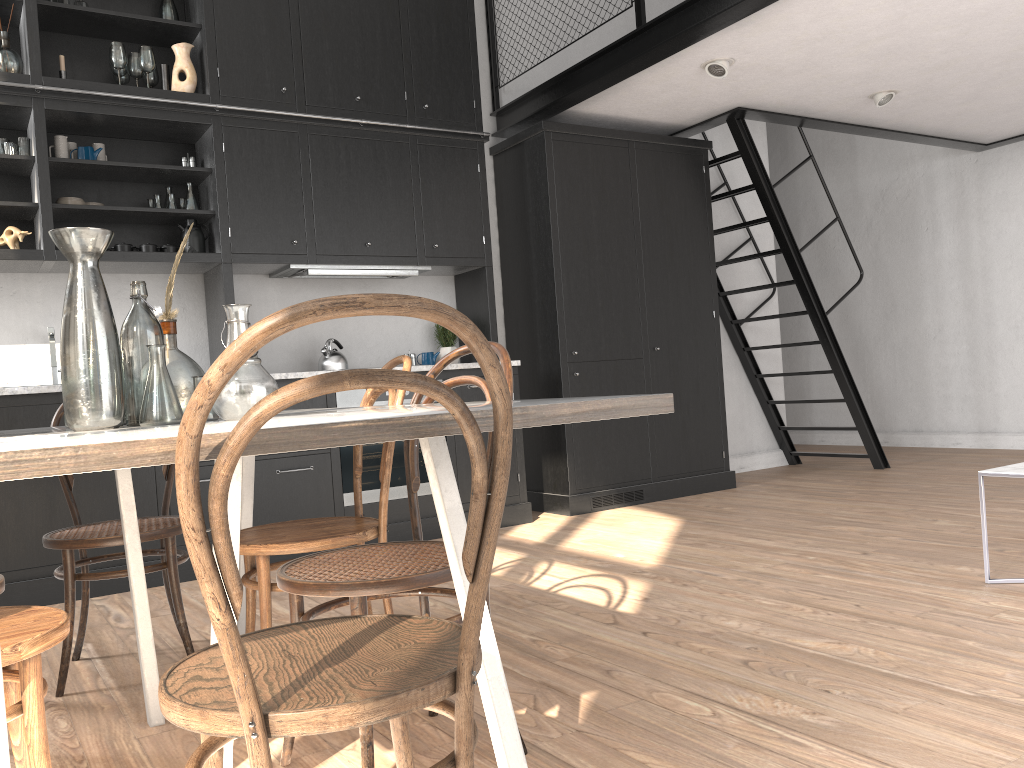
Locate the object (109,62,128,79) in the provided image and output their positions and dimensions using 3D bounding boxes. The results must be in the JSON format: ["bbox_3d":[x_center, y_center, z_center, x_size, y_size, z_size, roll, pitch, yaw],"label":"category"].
[{"bbox_3d":[-1.956,-1.541,4.414,0.083,0.221,0.083,-4,0,-40],"label":"object"}]

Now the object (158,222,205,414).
[{"bbox_3d":[-0.795,-0.135,2.052,0.157,0.446,0.157,-4,0,-14],"label":"object"}]

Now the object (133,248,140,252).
[{"bbox_3d":[-1.910,-0.661,4.483,0.104,0.059,0.088,-4,0,-4],"label":"object"}]

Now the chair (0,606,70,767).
[{"bbox_3d":[-1.044,0.427,1.477,0.549,0.920,0.438,-4,0,-34],"label":"chair"}]

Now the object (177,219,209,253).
[{"bbox_3d":[-1.635,-0.746,4.547,0.129,0.192,0.124,-4,0,-4],"label":"object"}]

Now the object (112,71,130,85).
[{"bbox_3d":[-1.997,-1.538,4.537,0.083,0.221,0.083,-4,0,-1],"label":"object"}]

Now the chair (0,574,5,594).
[{"bbox_3d":[-1.415,0.454,1.920,0.549,0.920,0.438,-4,0,-25],"label":"chair"}]

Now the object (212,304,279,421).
[{"bbox_3d":[-0.520,-0.041,1.702,0.132,0.219,0.132,-4,0,-43],"label":"object"}]

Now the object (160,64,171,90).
[{"bbox_3d":[-1.771,-1.536,4.537,0.046,0.186,0.046,-4,0,30],"label":"object"}]

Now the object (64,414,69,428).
[{"bbox_3d":[-1.060,0.001,2.198,0.101,0.212,0.101,-4,0,7],"label":"object"}]

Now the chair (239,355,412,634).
[{"bbox_3d":[-0.527,0.392,2.486,0.549,0.920,0.438,-4,0,-21],"label":"chair"}]

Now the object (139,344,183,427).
[{"bbox_3d":[-0.693,0.002,1.743,0.083,0.158,0.083,-4,0,-36],"label":"object"}]

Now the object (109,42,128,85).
[{"bbox_3d":[-1.915,-1.544,4.318,0.083,0.221,0.083,-4,0,-1],"label":"object"}]

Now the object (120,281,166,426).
[{"bbox_3d":[-0.773,-0.065,1.860,0.086,0.301,0.086,-4,1,44],"label":"object"}]

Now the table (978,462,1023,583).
[{"bbox_3d":[2.223,0.458,2.962,0.849,0.392,0.849,-4,0,-32],"label":"table"}]

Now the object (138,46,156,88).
[{"bbox_3d":[-1.805,-1.552,4.390,0.083,0.221,0.083,-4,0,14],"label":"object"}]

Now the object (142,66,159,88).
[{"bbox_3d":[-1.867,-1.547,4.584,0.083,0.221,0.083,-4,0,-33],"label":"object"}]

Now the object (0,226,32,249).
[{"bbox_3d":[-2.303,-0.665,4.083,0.173,0.123,0.069,-4,0,0],"label":"object"}]

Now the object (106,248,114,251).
[{"bbox_3d":[-1.994,-0.654,4.433,0.088,0.059,0.104,-4,0,-34],"label":"object"}]

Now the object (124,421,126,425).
[{"bbox_3d":[-0.945,-0.043,2.153,0.106,0.283,0.107,-4,0,-37],"label":"object"}]

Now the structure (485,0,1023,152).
[{"bbox_3d":[3.150,-2.468,4.421,4.156,1.213,5.928,-4,0,-32],"label":"structure"}]

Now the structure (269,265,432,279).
[{"bbox_3d":[-0.919,-0.656,5.078,0.843,0.123,0.379,-4,0,-32],"label":"structure"}]

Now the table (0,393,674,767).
[{"bbox_3d":[-0.773,0.478,2.006,1.100,0.780,2.201,-4,0,-32],"label":"table"}]

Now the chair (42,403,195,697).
[{"bbox_3d":[-1.256,0.444,2.853,0.438,0.920,0.549,-4,0,-20],"label":"chair"}]

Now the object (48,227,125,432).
[{"bbox_3d":[-0.819,-0.102,1.717,0.116,0.383,0.116,-4,0,-21],"label":"object"}]

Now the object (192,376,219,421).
[{"bbox_3d":[-0.643,0.030,1.845,0.058,0.094,0.058,-4,0,-4],"label":"object"}]

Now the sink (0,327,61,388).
[{"bbox_3d":[-2.132,-0.020,4.176,0.526,0.505,0.514,-4,0,-32],"label":"sink"}]

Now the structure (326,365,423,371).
[{"bbox_3d":[-0.804,-0.080,4.976,0.592,0.011,0.427,-4,0,-32],"label":"structure"}]

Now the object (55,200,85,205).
[{"bbox_3d":[-1.074,-0.034,1.618,0.792,1.842,5.828,-4,0,-27],"label":"object"}]

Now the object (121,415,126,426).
[{"bbox_3d":[-0.893,-0.032,1.918,0.098,0.255,0.100,-4,0,35],"label":"object"}]

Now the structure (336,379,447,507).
[{"bbox_3d":[-0.771,0.314,4.973,0.622,0.623,0.618,-4,0,-32],"label":"structure"}]

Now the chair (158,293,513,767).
[{"bbox_3d":[-0.240,0.370,1.192,0.437,0.920,0.549,-4,0,-24],"label":"chair"}]

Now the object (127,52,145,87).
[{"bbox_3d":[-1.886,-1.546,4.458,0.083,0.221,0.083,-4,0,-33],"label":"object"}]

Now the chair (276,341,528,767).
[{"bbox_3d":[-0.247,0.371,1.971,0.549,0.920,0.438,-4,0,-37],"label":"chair"}]
